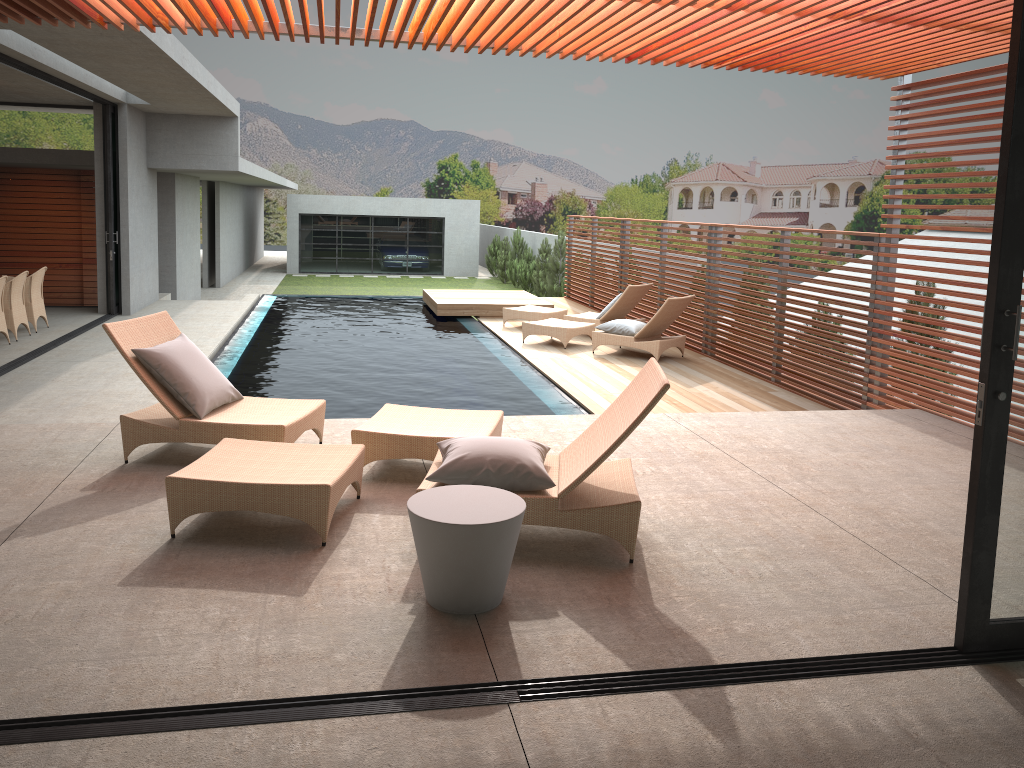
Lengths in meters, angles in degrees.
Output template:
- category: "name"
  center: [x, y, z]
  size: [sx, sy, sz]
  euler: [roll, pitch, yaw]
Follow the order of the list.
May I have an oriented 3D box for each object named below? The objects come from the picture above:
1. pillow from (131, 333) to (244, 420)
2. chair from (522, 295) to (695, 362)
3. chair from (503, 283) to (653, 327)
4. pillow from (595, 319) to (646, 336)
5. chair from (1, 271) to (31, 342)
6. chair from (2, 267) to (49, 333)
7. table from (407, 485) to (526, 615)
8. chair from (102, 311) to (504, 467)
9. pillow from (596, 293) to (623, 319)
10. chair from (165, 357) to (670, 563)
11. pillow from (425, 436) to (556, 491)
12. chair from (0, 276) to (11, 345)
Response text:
- category: "pillow"
  center: [-1.986, -0.057, 5.457]
  size: [0.427, 0.422, 0.616]
  euler: [3, 10, 6]
- category: "chair"
  center: [1.250, -0.862, 11.847]
  size: [2.308, 0.819, 0.704]
  euler: [10, 12, 38]
- category: "chair"
  center: [0.970, -1.201, 13.493]
  size: [2.307, 0.819, 0.704]
  euler: [10, 12, 37]
- category: "pillow"
  center: [1.489, -0.752, 11.619]
  size: [0.596, 0.192, 0.599]
  euler: [9, 13, 34]
- category: "chair"
  center: [-6.428, -0.998, 11.114]
  size: [0.630, 0.854, 0.624]
  euler: [0, 8, -11]
- category: "chair"
  center: [-6.573, -1.146, 11.834]
  size: [0.630, 0.854, 0.624]
  euler: [0, 8, -11]
- category: "table"
  center: [-0.187, 0.669, 3.549]
  size: [0.476, 0.389, 0.480]
  euler: [-4, 11, -30]
- category: "chair"
  center: [-1.229, 0.054, 5.371]
  size: [2.294, 0.819, 0.708]
  euler: [3, 9, 8]
- category: "pillow"
  center: [1.581, -1.159, 13.026]
  size: [0.429, 0.423, 0.612]
  euler: [8, 12, 36]
- category: "chair"
  center: [-0.428, 0.289, 4.319]
  size: [2.294, 0.819, 0.708]
  euler: [2, 9, 3]
- category: "pillow"
  center: [-0.096, 0.366, 4.271]
  size: [0.593, 0.192, 0.603]
  euler: [2, 11, 0]
- category: "chair"
  center: [-6.284, -0.850, 10.394]
  size: [0.630, 0.854, 0.624]
  euler: [0, 8, -11]
